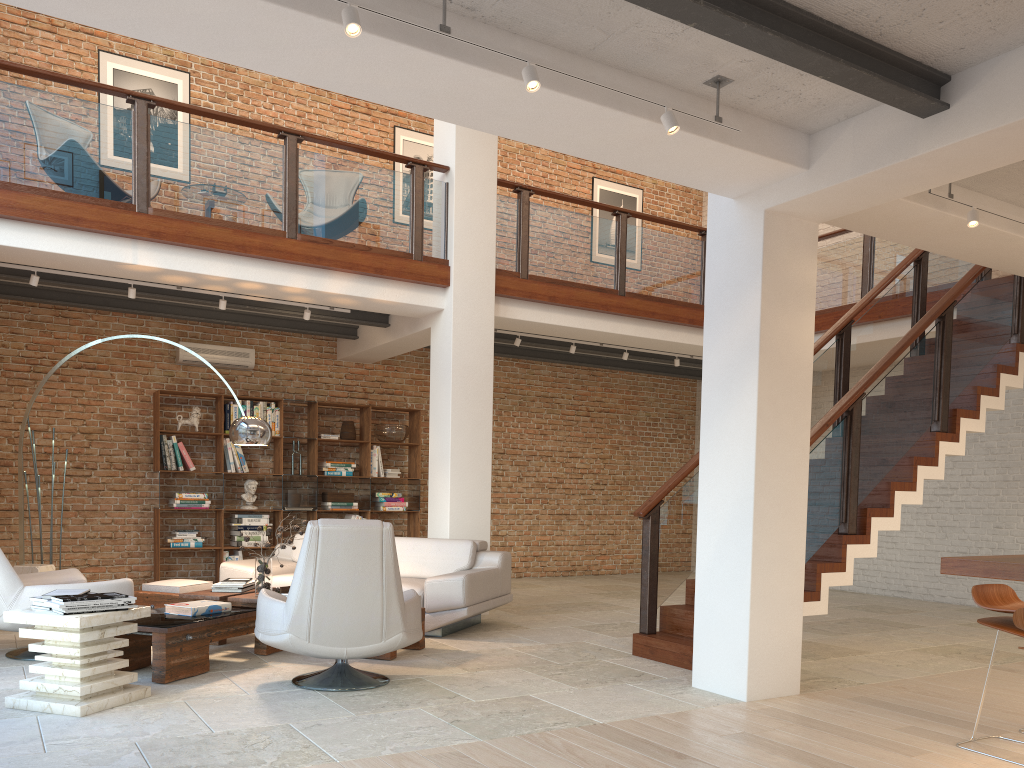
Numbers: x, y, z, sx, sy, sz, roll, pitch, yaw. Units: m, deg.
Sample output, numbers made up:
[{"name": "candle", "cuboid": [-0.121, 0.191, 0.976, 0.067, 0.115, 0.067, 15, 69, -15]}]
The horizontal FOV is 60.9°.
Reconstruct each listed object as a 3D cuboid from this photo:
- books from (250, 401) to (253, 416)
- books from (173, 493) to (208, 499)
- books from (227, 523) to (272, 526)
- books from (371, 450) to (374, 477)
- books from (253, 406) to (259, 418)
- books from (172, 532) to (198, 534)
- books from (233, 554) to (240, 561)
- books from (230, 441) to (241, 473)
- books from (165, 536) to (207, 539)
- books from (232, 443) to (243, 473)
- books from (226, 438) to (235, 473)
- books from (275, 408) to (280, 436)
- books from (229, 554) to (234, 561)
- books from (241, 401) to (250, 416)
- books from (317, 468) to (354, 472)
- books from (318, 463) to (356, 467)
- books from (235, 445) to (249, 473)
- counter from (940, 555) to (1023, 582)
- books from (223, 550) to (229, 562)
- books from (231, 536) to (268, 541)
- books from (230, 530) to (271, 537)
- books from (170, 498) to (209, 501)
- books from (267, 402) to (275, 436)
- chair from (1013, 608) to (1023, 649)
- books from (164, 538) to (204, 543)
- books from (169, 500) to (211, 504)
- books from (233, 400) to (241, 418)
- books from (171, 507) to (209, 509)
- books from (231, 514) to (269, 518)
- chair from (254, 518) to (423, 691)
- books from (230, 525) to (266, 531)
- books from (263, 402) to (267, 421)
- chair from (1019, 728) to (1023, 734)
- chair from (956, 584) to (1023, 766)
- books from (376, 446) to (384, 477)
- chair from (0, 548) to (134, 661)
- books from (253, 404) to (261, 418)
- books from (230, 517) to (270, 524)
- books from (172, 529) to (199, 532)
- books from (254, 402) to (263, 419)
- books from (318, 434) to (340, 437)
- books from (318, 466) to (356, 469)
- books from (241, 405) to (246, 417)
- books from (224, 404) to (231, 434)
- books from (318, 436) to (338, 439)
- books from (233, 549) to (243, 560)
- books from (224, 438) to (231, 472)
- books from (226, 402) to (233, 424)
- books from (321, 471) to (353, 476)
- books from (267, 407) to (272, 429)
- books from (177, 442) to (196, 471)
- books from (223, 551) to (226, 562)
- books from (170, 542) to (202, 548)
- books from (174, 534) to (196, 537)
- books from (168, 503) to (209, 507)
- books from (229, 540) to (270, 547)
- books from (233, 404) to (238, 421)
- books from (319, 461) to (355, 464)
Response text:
[{"name": "books", "cuboid": [-2.974, 0.392, 9.849, 0.036, 0.383, 0.243, -1, 1, -31]}, {"name": "books", "cuboid": [-3.535, 1.228, 9.570, 0.327, 0.055, 0.255, 5, -8, -29]}, {"name": "books", "cuboid": [-2.984, 1.595, 9.911, 0.446, 0.020, 0.273, 6, -8, -31]}, {"name": "books", "cuboid": [-1.759, 0.969, 10.608, 0.055, 0.329, 0.254, -1, 0, -31]}, {"name": "books", "cuboid": [-2.926, 0.422, 9.862, 0.055, 0.329, 0.254, -1, 0, -31]}, {"name": "books", "cuboid": [-3.600, 1.636, 9.584, 0.237, 0.019, 0.171, 7, -9, -38]}, {"name": "books", "cuboid": [-3.141, 2.096, 9.858, 0.055, 0.329, 0.254, -1, 0, -31]}, {"name": "books", "cuboid": [-3.133, 0.825, 9.783, 0.125, 0.348, 0.271, 0, 0, -31]}, {"name": "books", "cuboid": [-3.579, 1.686, 9.565, 0.381, 0.018, 0.245, 7, -9, -38]}, {"name": "books", "cuboid": [-3.119, 0.828, 9.803, 0.125, 0.348, 0.271, 0, 0, -31]}, {"name": "books", "cuboid": [-3.173, 0.803, 9.746, 0.103, 0.383, 0.243, 0, 1, -31]}, {"name": "books", "cuboid": [-2.731, 0.446, 10.018, 0.055, 0.329, 0.254, -1, 0, -31]}, {"name": "books", "cuboid": [-3.192, 2.093, 9.834, 0.057, 0.330, 0.254, -1, 0, -31]}, {"name": "books", "cuboid": [-3.000, 0.388, 9.821, 0.036, 0.383, 0.243, -1, 1, -31]}, {"name": "books", "cuboid": [-2.113, 1.027, 10.409, 0.381, 0.036, 0.245, 6, -8, -31]}, {"name": "books", "cuboid": [-2.088, 0.971, 10.399, 0.381, 0.036, 0.245, 7, -9, -37]}, {"name": "books", "cuboid": [-3.071, 0.839, 9.816, 0.158, 0.329, 0.254, 0, 0, -31]}, {"name": "counter", "cuboid": [3.201, 1.154, 3.146, 1.691, 0.916, 2.503, 4, -7, -31]}, {"name": "books", "cuboid": [-3.236, 2.063, 9.815, 0.036, 0.383, 0.243, -1, 1, -31]}, {"name": "books", "cuboid": [-2.995, 1.755, 9.932, 0.363, 0.055, 0.283, 5, -8, -29]}, {"name": "books", "cuboid": [-2.976, 1.695, 9.921, 0.381, 0.064, 0.244, 8, -9, -44]}, {"name": "books", "cuboid": [-3.544, 1.266, 9.570, 0.357, 0.020, 0.273, 6, -9, -32]}, {"name": "books", "cuboid": [-2.764, 0.413, 9.977, 0.036, 0.383, 0.243, -1, 1, -31]}, {"name": "chair", "cuboid": [2.115, 1.223, 3.264, 0.423, 0.774, 0.403, 1, 1, -31]}, {"name": "books", "cuboid": [-3.599, 1.713, 9.567, 0.381, 0.036, 0.245, 6, -8, -31]}, {"name": "books", "cuboid": [-3.533, 1.293, 9.555, 0.381, 0.036, 0.245, 7, -9, -37]}, {"name": "books", "cuboid": [-3.083, 0.381, 9.777, 0.036, 0.383, 0.243, -1, 1, -31]}, {"name": "books", "cuboid": [-3.542, 1.360, 9.570, 0.357, 0.020, 0.273, 6, -8, -31]}, {"name": "books", "cuboid": [-2.985, 1.502, 9.919, 0.381, 0.036, 0.245, 6, -8, -31]}, {"name": "chair", "cuboid": [-0.994, 1.287, 5.142, 1.028, 1.015, 0.973, 2, -2, -15]}, {"name": "books", "cuboid": [-2.992, 1.630, 9.894, 0.328, 0.055, 0.255, 6, -9, -36]}, {"name": "books", "cuboid": [-2.844, 0.405, 9.928, 0.036, 0.383, 0.243, -1, 1, -31]}, {"name": "chair", "cuboid": [2.815, 1.372, 4.318, 0.405, 0.774, 0.421, 1, 1, -31]}, {"name": "chair", "cuboid": [2.355, 1.327, 4.039, 0.405, 0.774, 0.421, 1, 1, -31]}, {"name": "books", "cuboid": [-1.657, 0.954, 10.693, 0.101, 0.383, 0.243, 0, 1, -31]}, {"name": "chair", "cuboid": [-3.217, 1.334, 5.861, 1.026, 0.997, 0.986, -1, -3, 43]}, {"name": "books", "cuboid": [-2.901, 0.413, 9.894, 0.021, 0.359, 0.271, -1, 1, -31]}, {"name": "books", "cuboid": [-2.985, 1.554, 9.928, 0.381, 0.064, 0.245, 6, -8, -37]}, {"name": "books", "cuboid": [-3.582, 1.608, 9.570, 0.253, 0.017, 0.163, 6, -8, -31]}, {"name": "books", "cuboid": [-2.883, 0.403, 9.920, 0.036, 0.383, 0.243, -1, 1, -31]}, {"name": "books", "cuboid": [-2.178, 0.612, 10.280, 0.237, 0.019, 0.171, 7, -9, -38]}, {"name": "books", "cuboid": [-2.094, 0.999, 10.407, 0.381, 0.018, 0.245, 7, -9, -38]}, {"name": "books", "cuboid": [-3.051, 0.414, 9.816, 0.055, 0.329, 0.254, -1, 0, -31]}, {"name": "books", "cuboid": [-3.198, 0.399, 9.727, 0.055, 0.329, 0.254, -1, 0, -31]}, {"name": "books", "cuboid": [-2.170, 0.638, 10.278, 0.206, 0.034, 0.133, 5, -8, -31]}, {"name": "books", "cuboid": [-3.098, 2.076, 9.908, 0.079, 0.385, 0.243, -1, 1, -31]}, {"name": "books", "cuboid": [-3.218, 0.801, 9.747, 0.101, 0.383, 0.243, 0, 1, -31]}, {"name": "books", "cuboid": [-3.164, 0.388, 9.745, 0.021, 0.359, 0.271, -1, 1, -31]}, {"name": "books", "cuboid": [-2.092, 1.074, 10.416, 0.327, 0.055, 0.256, 4, -7, -21]}, {"name": "books", "cuboid": [-2.802, 0.436, 9.948, 0.055, 0.329, 0.254, -1, 0, -31]}, {"name": "books", "cuboid": [-3.584, 0.796, 9.533, 0.195, 0.318, 0.254, 1, -1, -31]}, {"name": "books", "cuboid": [-3.259, 2.058, 9.783, 0.036, 0.383, 0.243, -1, 1, -31]}, {"name": "books", "cuboid": [-3.577, 1.760, 9.573, 0.327, 0.055, 0.256, 4, -7, -21]}, {"name": "books", "cuboid": [-3.592, 1.662, 9.582, 0.206, 0.034, 0.133, 5, -8, -31]}, {"name": "books", "cuboid": [-3.546, 1.330, 9.558, 0.381, 0.036, 0.245, 6, -9, -36]}, {"name": "books", "cuboid": [-2.985, 1.814, 9.920, 0.381, 0.064, 0.245, 6, -8, -37]}, {"name": "books", "cuboid": [-3.122, 0.404, 9.751, 0.055, 0.329, 0.254, -1, 0, -31]}, {"name": "books", "cuboid": [-2.100, 0.944, 10.414, 0.357, 0.020, 0.273, 6, -9, -32]}]
